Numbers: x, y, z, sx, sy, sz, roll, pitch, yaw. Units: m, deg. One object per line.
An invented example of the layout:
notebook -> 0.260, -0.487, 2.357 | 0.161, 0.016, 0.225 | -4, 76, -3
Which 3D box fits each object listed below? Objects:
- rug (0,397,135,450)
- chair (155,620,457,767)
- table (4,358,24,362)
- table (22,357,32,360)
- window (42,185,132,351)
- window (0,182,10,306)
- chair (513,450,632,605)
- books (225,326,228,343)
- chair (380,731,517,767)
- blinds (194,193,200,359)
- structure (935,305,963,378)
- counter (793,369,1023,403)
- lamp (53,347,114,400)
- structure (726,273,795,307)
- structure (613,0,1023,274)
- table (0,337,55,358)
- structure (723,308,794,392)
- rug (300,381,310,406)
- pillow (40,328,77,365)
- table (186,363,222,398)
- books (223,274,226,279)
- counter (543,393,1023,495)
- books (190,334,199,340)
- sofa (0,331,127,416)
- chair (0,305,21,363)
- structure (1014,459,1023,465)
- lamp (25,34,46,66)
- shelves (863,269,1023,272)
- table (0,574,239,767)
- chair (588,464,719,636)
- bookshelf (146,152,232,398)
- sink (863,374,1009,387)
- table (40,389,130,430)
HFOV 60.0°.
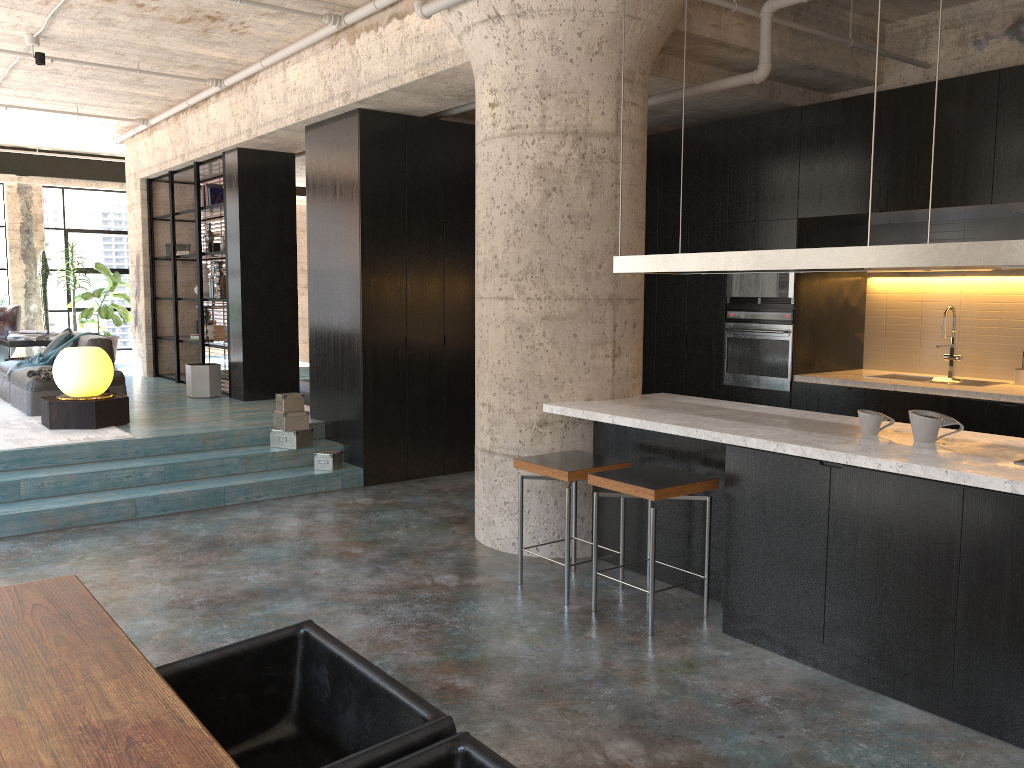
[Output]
rug -> -6.430, 0.159, 9.037 | 2.954, 0.032, 7.768 | -4, 7, -37
chair -> -0.514, 1.024, 1.956 | 0.754, 0.738, 0.707 | -4, 7, -37
table -> -5.629, -0.125, 10.215 | 0.365, 0.340, 0.316 | 3, 6, 23
table -> -5.161, -0.102, 9.844 | 0.420, 0.390, 0.413 | -4, 7, -37
window -> -6.408, -1.787, 14.023 | 1.780, 2.530, 0.081 | -4, 7, -37
window -> -8.193, -1.656, 12.668 | 1.780, 2.530, 0.081 | -4, 7, -37
chair -> 0.321, 0.754, 4.785 | 0.450, 0.698, 0.450 | -4, 7, -37
books -> -3.099, -0.562, 10.190 | 0.274, 0.197, 0.393 | -4, 7, -37
chair -> -0.076, 1.087, 1.371 | 0.754, 0.738, 0.707 | -4, 7, -37
blinds -> -3.322, -1.097, 10.865 | 0.136, 3.160, 2.915 | -4, 7, -37
structure -> 3.305, -0.316, 6.734 | 0.269, 0.559, 0.125 | -4, 7, -37
counter -> 3.945, 0.158, 5.597 | 1.000, 0.142, 4.360 | -4, 7, -37
lamp -> -3.603, -0.098, 7.459 | 0.462, 0.417, 0.462 | -1, 6, -9
structure -> 2.247, -0.870, 7.370 | 0.612, 0.450, 0.659 | -4, 7, -37
structure -> 1.725, -1.534, 3.734 | 0.538, 2.100, 3.117 | -4, 7, -37
table -> -5.465, -0.246, 10.342 | 0.800, 0.570, 0.800 | -4, 7, -37
structure -> 2.207, -0.305, 7.401 | 0.649, 0.651, 0.664 | -4, 7, -37
rug -> -2.553, 0.201, 11.515 | 0.541, 0.377, 1.759 | -4, 7, -37
pillow -> -4.619, -0.365, 9.010 | 0.320, 0.393, 0.670 | -3, 7, -31
table -> -3.318, -0.043, 9.544 | 0.365, 0.340, 0.316 | 0, 6, -7
books -> -3.477, -1.201, 10.854 | 0.147, 0.299, 0.547 | -4, 7, -37
counter -> 1.638, 0.258, 4.044 | 1.000, 0.046, 3.500 | -4, 7, -37
books -> -3.802, -0.580, 10.946 | 0.319, 0.068, 0.231 | 6, 8, 44
sofa -> -4.536, -0.165, 9.000 | 1.019, 0.680, 2.063 | -4, 7, -37
chair -> -6.415, -0.482, 10.720 | 0.820, 0.940, 0.975 | 1, 6, 3
structure -> 2.374, 0.231, 3.213 | 0.506, 0.187, 0.833 | -4, 7, -37
lamp -> -3.914, -2.736, 7.272 | 0.107, 0.215, 0.141 | 4, 7, 35
shelves -> 4.178, -0.770, 5.675 | 0.403, 0.043, 4.362 | -4, 7, -37
table -> -1.079, 1.077, 1.319 | 1.299, 0.756, 2.410 | -4, 7, -37
chair -> 0.689, 0.798, 4.385 | 0.450, 0.698, 0.450 | -4, 7, -37
bookshelf -> -3.601, -1.266, 10.627 | 0.628, 2.571, 2.900 | -4, 7, -37
sink -> 3.177, 0.033, 6.681 | 0.458, 0.134, 0.890 | -4, 7, -37
table -> -3.708, 0.209, 7.630 | 0.616, 0.230, 1.044 | -4, 7, -37
